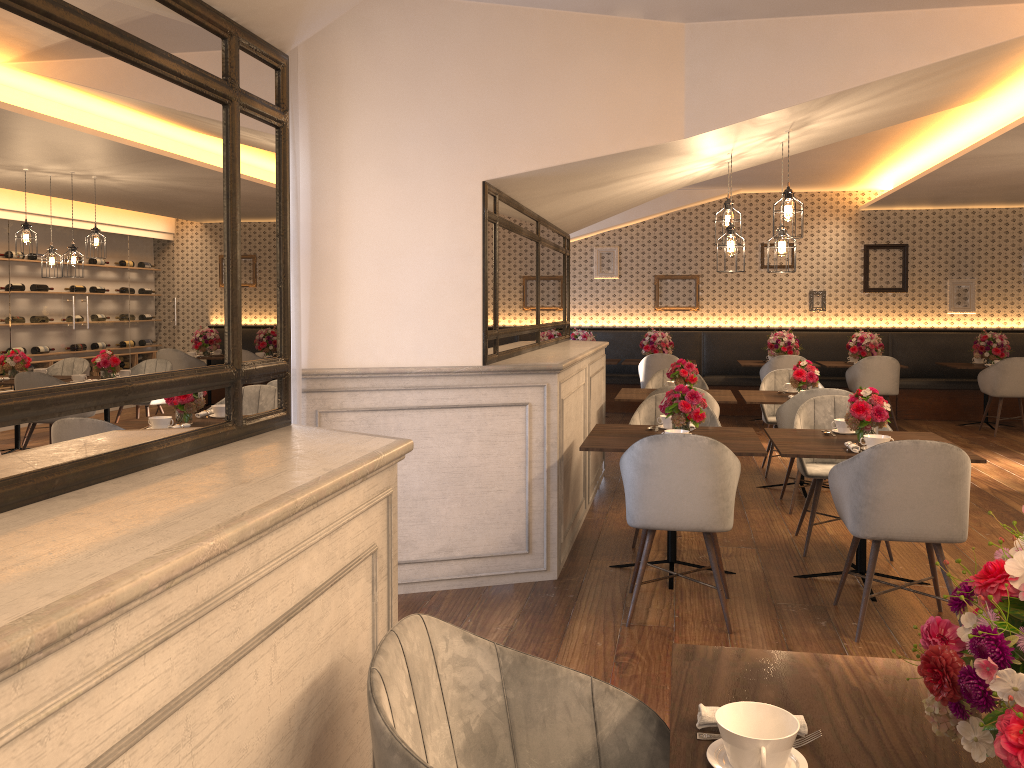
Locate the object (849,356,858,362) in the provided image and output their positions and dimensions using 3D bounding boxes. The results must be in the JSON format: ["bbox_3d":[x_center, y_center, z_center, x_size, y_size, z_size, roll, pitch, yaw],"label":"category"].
[{"bbox_3d":[4.236,-0.305,10.965,0.148,0.072,0.148,-3,5,-32],"label":"object"}]

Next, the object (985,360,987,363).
[{"bbox_3d":[5.752,-0.263,10.677,0.056,0.039,0.176,1,5,11],"label":"object"}]

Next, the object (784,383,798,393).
[{"bbox_3d":[2.267,0.033,7.132,0.148,0.072,0.148,-2,5,-22],"label":"object"}]

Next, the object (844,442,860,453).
[{"bbox_3d":[1.640,0.302,4.271,0.056,0.039,0.176,1,5,11],"label":"object"}]

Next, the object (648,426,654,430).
[{"bbox_3d":[0.788,0.246,5.034,0.043,0.015,0.198,1,5,7],"label":"object"}]

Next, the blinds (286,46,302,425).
[{"bbox_3d":[-1.119,-0.247,3.461,0.134,2.693,1.383,0,2,11],"label":"blinds"}]

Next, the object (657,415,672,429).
[{"bbox_3d":[0.903,0.218,5.031,0.148,0.072,0.148,-2,5,-22],"label":"object"}]

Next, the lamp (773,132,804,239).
[{"bbox_3d":[1.671,-1.916,5.332,0.175,2.067,0.175,0,2,12],"label":"lamp"}]

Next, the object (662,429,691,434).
[{"bbox_3d":[0.824,0.271,4.426,0.148,0.072,0.148,-2,5,-22],"label":"object"}]

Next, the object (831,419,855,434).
[{"bbox_3d":[1.831,0.234,4.853,0.148,0.072,0.148,-2,5,-22],"label":"object"}]

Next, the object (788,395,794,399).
[{"bbox_3d":[2.076,0.101,6.550,0.056,0.039,0.176,1,5,11],"label":"object"}]

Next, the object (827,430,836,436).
[{"bbox_3d":[1.750,0.269,4.843,0.022,0.004,0.211,1,5,11],"label":"object"}]

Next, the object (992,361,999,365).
[{"bbox_3d":[5.561,-0.228,10.093,0.148,0.072,0.148,-3,5,-37],"label":"object"}]

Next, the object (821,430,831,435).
[{"bbox_3d":[1.716,0.262,4.857,0.043,0.015,0.198,1,5,7],"label":"object"}]

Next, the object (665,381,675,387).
[{"bbox_3d":[1.338,0.017,7.310,0.148,0.072,0.148,-2,5,-22],"label":"object"}]

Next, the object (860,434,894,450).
[{"bbox_3d":[1.752,0.287,4.249,0.148,0.072,0.148,-2,5,-22],"label":"object"}]

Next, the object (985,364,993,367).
[{"bbox_3d":[5.449,-0.213,10.115,0.056,0.039,0.176,1,5,11],"label":"object"}]

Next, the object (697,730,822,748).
[{"bbox_3d":[0.394,0.561,1.416,0.192,0.024,0.025,1,4,11],"label":"object"}]

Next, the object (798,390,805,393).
[{"bbox_3d":[2.188,0.086,6.528,0.148,0.072,0.148,-2,5,-22],"label":"object"}]

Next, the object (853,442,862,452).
[{"bbox_3d":[1.676,0.309,4.274,0.025,0.024,0.193,1,5,11],"label":"object"}]

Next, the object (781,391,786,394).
[{"bbox_3d":[2.185,0.068,7.122,0.022,0.004,0.211,1,5,11],"label":"object"}]

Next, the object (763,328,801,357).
[{"bbox_3d":[3.318,-0.469,10.838,0.420,0.424,0.406,-2,4,-36],"label":"object"}]

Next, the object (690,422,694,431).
[{"bbox_3d":[1.015,0.237,5.010,0.056,0.039,0.176,1,5,11],"label":"object"}]

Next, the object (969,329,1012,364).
[{"bbox_3d":[5.586,-0.424,10.317,0.420,0.424,0.406,-3,4,-37],"label":"object"}]

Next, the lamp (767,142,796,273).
[{"bbox_3d":[1.733,-1.751,5.661,0.175,2.067,0.175,0,2,12],"label":"lamp"}]

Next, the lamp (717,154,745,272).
[{"bbox_3d":[1.390,-1.745,5.597,0.175,2.067,0.175,0,2,12],"label":"lamp"}]

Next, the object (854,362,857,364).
[{"bbox_3d":[4.046,-0.237,10.383,0.056,0.039,0.176,1,5,11],"label":"object"}]

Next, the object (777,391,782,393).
[{"bbox_3d":[2.152,0.061,7.135,0.043,0.015,0.198,1,5,7],"label":"object"}]

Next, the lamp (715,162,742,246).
[{"bbox_3d":[1.452,-1.967,5.914,0.175,2.067,0.175,0,2,12],"label":"lamp"}]

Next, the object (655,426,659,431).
[{"bbox_3d":[0.821,0.253,5.021,0.022,0.004,0.211,1,5,11],"label":"object"}]

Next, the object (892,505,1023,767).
[{"bbox_3d":[0.765,0.381,1.166,0.419,0.424,0.406,0,3,-1],"label":"object"}]

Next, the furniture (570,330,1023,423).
[{"bbox_3d":[3.663,-0.129,11.426,7.088,1.080,0.542,1,3,11],"label":"furniture"}]

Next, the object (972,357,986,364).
[{"bbox_3d":[5.640,-0.281,10.697,0.148,0.072,0.148,-3,5,-32],"label":"object"}]

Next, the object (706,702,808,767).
[{"bbox_3d":[0.370,0.543,1.339,0.148,0.072,0.148,-3,5,-37],"label":"object"}]

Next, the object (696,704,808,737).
[{"bbox_3d":[0.391,0.550,1.452,0.175,0.039,0.056,1,4,11],"label":"object"}]

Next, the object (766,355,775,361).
[{"bbox_3d":[3.283,-0.321,11.147,0.148,0.072,0.148,-3,5,-32],"label":"object"}]
